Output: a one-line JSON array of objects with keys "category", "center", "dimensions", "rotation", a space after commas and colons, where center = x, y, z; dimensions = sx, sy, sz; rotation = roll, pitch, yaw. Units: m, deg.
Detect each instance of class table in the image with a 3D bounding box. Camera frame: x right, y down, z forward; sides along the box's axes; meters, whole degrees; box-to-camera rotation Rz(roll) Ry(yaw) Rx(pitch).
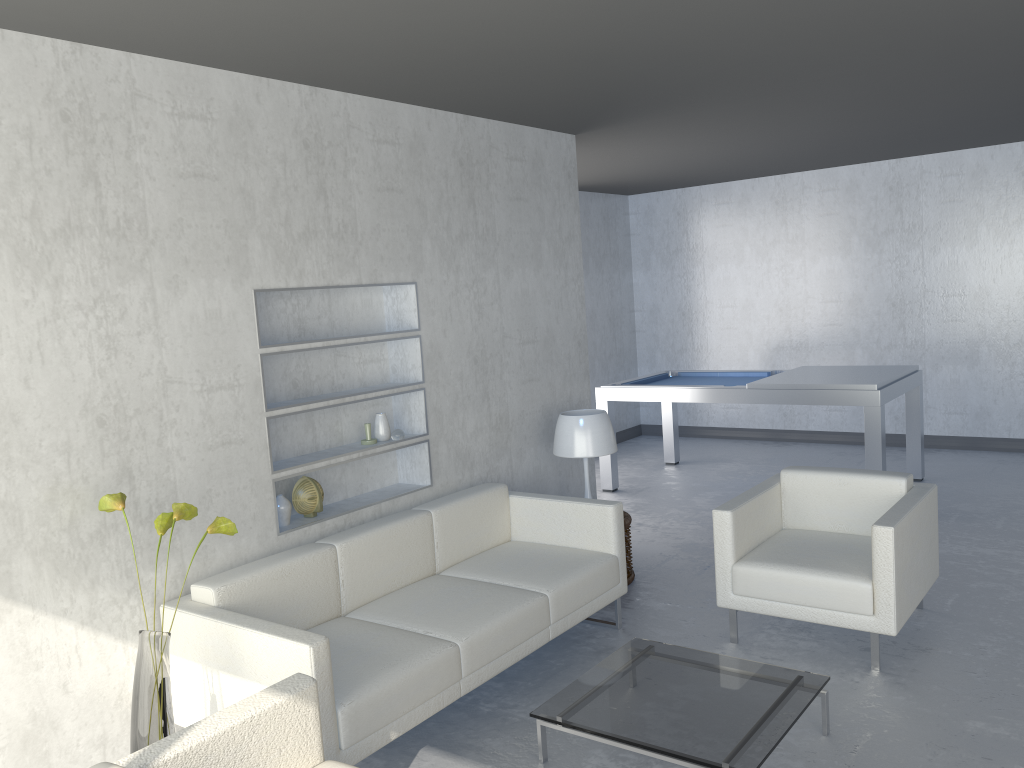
[{"category": "table", "center": [0.433, 0.898, 4.834], "dimensions": [0.452, 0.358, 0.452], "rotation": [-3, 6, 12]}, {"category": "table", "center": [1.856, 0.341, 6.721], "dimensions": [2.095, 0.835, 1.180], "rotation": [0, 7, 37]}, {"category": "table", "center": [0.590, 1.154, 3.036], "dimensions": [0.773, 0.190, 0.730], "rotation": [0, 7, 37]}]

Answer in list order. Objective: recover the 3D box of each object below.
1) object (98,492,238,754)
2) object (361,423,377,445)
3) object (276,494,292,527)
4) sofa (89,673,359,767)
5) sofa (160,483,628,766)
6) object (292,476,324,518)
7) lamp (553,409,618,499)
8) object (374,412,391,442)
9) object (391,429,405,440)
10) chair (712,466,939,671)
[{"category": "object", "center": [-1.027, 0.859, 2.795], "dimensions": [0.400, 1.051, 0.387], "rotation": [-7, 6, -25]}, {"category": "object", "center": [-0.667, 0.231, 4.117], "dimensions": [0.074, 0.094, 0.074], "rotation": [-4, 6, 1]}, {"category": "object", "center": [-0.967, 0.528, 3.718], "dimensions": [0.086, 0.128, 0.086], "rotation": [-9, 8, -42]}, {"category": "sofa", "center": [-0.051, 1.109, 1.613], "dimensions": [1.881, 0.658, 0.821], "rotation": [0, 7, 37]}, {"category": "sofa", "center": [-0.337, 0.920, 3.641], "dimensions": [0.821, 0.658, 1.881], "rotation": [0, 7, 37]}, {"category": "object", "center": [-0.859, 0.484, 3.819], "dimensions": [0.088, 0.179, 0.163], "rotation": [-1, 7, 27]}, {"category": "lamp", "center": [0.400, 0.441, 4.786], "dimensions": [0.347, 0.582, 0.347], "rotation": [-3, 6, 5]}, {"category": "object", "center": [-0.613, 0.202, 4.178], "dimensions": [0.079, 0.130, 0.079], "rotation": [0, 7, 35]}, {"category": "object", "center": [-0.538, 0.237, 4.185], "dimensions": [0.064, 0.050, 0.064], "rotation": [1, 8, 42]}, {"category": "chair", "center": [1.417, 0.762, 3.970], "dimensions": [0.748, 0.662, 0.821], "rotation": [0, 7, 37]}]
